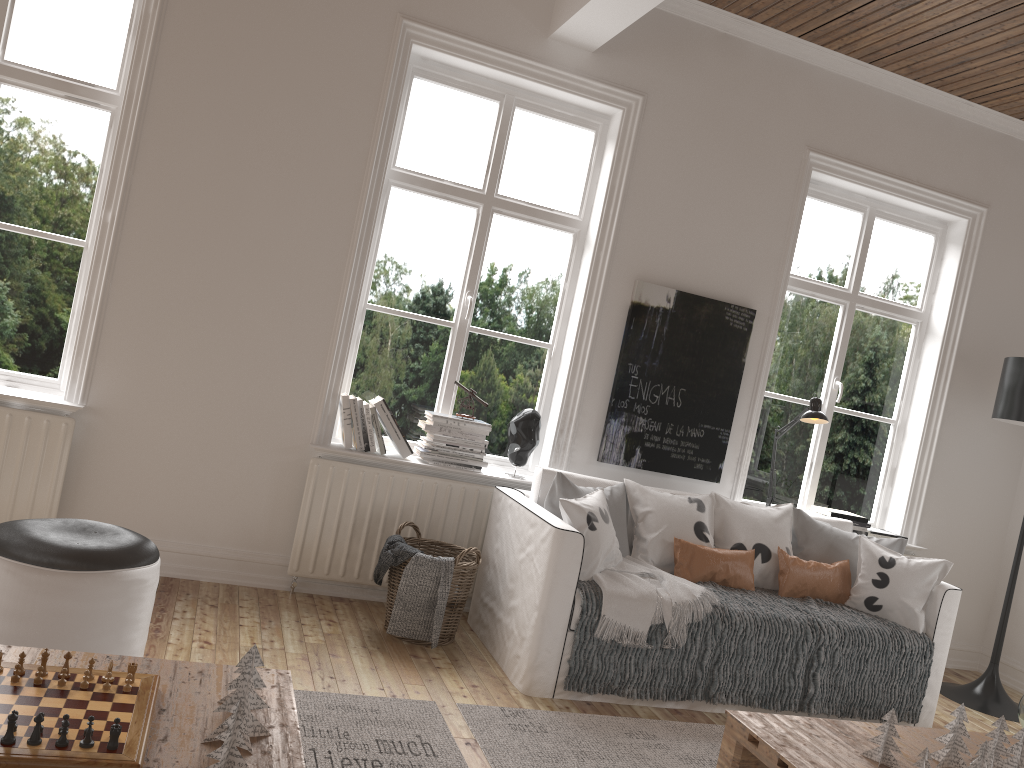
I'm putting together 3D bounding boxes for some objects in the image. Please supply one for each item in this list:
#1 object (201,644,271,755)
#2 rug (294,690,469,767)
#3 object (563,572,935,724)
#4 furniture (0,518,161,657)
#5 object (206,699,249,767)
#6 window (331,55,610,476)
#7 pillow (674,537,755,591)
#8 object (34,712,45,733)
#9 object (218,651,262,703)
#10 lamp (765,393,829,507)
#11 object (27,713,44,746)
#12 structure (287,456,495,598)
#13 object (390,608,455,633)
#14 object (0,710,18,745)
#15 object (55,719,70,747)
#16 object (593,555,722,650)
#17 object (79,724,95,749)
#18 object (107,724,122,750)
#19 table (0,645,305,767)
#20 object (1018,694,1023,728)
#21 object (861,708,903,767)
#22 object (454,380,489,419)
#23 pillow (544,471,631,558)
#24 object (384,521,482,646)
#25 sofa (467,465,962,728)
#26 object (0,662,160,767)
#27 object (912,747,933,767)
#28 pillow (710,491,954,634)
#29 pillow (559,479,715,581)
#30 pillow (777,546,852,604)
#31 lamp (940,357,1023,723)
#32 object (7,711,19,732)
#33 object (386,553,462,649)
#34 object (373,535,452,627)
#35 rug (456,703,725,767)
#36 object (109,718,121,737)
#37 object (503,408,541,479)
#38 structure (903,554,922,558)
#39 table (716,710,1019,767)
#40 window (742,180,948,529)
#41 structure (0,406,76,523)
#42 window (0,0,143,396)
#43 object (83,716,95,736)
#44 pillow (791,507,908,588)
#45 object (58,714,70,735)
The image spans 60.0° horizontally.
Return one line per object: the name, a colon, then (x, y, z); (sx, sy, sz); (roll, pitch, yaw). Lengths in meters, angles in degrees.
object: (-0.554, 0.644, 1.858); (0.111, 0.204, 0.118); (12, 1, 6)
rug: (-1.085, 0.947, 1.598); (2.474, 0.003, 2.254); (11, 1, -18)
object: (0.925, 1.082, 3.831); (1.680, 0.423, 0.651); (11, 1, -17)
furniture: (-1.355, 0.653, 2.669); (0.518, 0.430, 0.518); (12, 1, 3)
object: (-0.530, 0.674, 1.682); (0.082, 0.160, 0.082); (11, 1, -29)
window: (-0.185, -0.524, 4.289); (1.055, 1.872, 0.120); (11, 1, -18)
pillow: (0.889, 0.812, 3.887); (0.414, 0.220, 0.116); (11, 1, -17)
object: (-0.881, 0.631, 1.654); (0.017, 0.037, 0.017); (12, 1, 1)
object: (-0.603, 0.665, 2.021); (0.079, 0.137, 0.075); (12, 1, 31)
lamp: (1.462, 0.385, 4.636); (0.196, 0.703, 0.439); (11, 1, -18)
object: (-0.863, 0.626, 1.612); (0.025, 0.055, 0.025); (12, 1, 14)
structure: (-0.403, 0.834, 4.111); (1.223, 0.829, 0.095); (11, 1, -18)
object: (-0.370, 0.955, 3.755); (0.291, 0.186, 0.280); (11, 1, -32)
object: (-0.903, 0.616, 1.598); (0.025, 0.058, 0.025); (12, 1, 27)
object: (-0.821, 0.638, 1.627); (0.022, 0.047, 0.022); (12, 1, 14)
object: (0.538, 0.865, 3.704); (0.588, 0.255, 0.729); (12, 1, -14)
object: (-0.783, 0.648, 1.641); (0.026, 0.044, 0.026); (12, 1, 27)
object: (-0.741, 0.658, 1.652); (0.019, 0.040, 0.019); (12, 1, 16)
table: (-1.037, 0.803, 1.726); (1.189, 0.300, 0.821); (11, 1, -18)
object: (2.683, 1.132, 4.064); (0.515, 1.117, 0.275); (12, 1, -1)
object: (1.060, 0.991, 2.497); (0.088, 0.161, 0.093); (12, 1, -9)
object: (-0.198, 0.079, 4.191); (0.177, 0.161, 0.092); (13, 1, 40)
pillow: (0.317, 0.603, 3.839); (0.541, 0.431, 0.282); (11, 1, -44)
object: (-0.349, 0.844, 3.748); (0.393, 0.432, 0.393); (12, 1, 4)
sofa: (0.899, 0.924, 3.974); (1.960, 0.776, 0.866); (11, 1, -18)
object: (-0.939, 0.654, 1.753); (0.429, 0.036, 0.429); (11, 1, -18)
object: (1.082, 1.017, 2.342); (0.072, 0.124, 0.068); (11, 1, -33)
pillow: (1.402, 0.818, 4.080); (1.081, 0.450, 0.403); (12, 1, 6)
pillow: (0.520, 0.646, 3.818); (1.020, 0.414, 0.417); (11, 1, -36)
pillow: (1.373, 0.886, 4.018); (0.414, 0.235, 0.117); (11, 1, -18)
lamp: (2.605, 0.771, 4.525); (0.499, 1.754, 0.499); (11, 1, -21)
object: (-0.921, 0.622, 1.640); (0.017, 0.037, 0.017); (12, 1, 1)
object: (-0.358, 0.856, 3.705); (0.290, 0.356, 0.349); (12, 1, 11)
object: (-0.411, 0.827, 3.716); (0.367, 0.332, 0.303); (11, 1, -27)
rug: (1.294, 1.430, 2.380); (2.474, 0.003, 2.254); (11, 1, -18)
object: (-0.757, 0.656, 1.694); (0.017, 0.037, 0.017); (12, 1, 1)
object: (0.046, 0.282, 4.282); (0.171, 0.340, 0.177); (12, 1, 18)
structure: (1.622, 1.245, 4.776); (1.223, 0.829, 0.095); (11, 1, -18)
table: (1.282, 1.273, 2.499); (1.189, 0.300, 0.821); (11, 1, -18)
window: (1.836, -0.113, 4.953); (1.055, 1.872, 0.120); (11, 1, -18)
structure: (-2.430, 0.423, 3.446); (1.223, 0.829, 0.095); (11, 1, -18)
window: (-2.209, -0.934, 3.625); (1.055, 1.872, 0.120); (11, 1, -18)
object: (-0.800, 0.647, 1.681); (0.017, 0.037, 0.017); (12, 1, 1)
pillow: (1.551, 0.857, 4.209); (0.546, 0.437, 0.292); (12, 1, 16)
object: (-0.841, 0.639, 1.667); (0.017, 0.037, 0.017); (12, 1, 1)
